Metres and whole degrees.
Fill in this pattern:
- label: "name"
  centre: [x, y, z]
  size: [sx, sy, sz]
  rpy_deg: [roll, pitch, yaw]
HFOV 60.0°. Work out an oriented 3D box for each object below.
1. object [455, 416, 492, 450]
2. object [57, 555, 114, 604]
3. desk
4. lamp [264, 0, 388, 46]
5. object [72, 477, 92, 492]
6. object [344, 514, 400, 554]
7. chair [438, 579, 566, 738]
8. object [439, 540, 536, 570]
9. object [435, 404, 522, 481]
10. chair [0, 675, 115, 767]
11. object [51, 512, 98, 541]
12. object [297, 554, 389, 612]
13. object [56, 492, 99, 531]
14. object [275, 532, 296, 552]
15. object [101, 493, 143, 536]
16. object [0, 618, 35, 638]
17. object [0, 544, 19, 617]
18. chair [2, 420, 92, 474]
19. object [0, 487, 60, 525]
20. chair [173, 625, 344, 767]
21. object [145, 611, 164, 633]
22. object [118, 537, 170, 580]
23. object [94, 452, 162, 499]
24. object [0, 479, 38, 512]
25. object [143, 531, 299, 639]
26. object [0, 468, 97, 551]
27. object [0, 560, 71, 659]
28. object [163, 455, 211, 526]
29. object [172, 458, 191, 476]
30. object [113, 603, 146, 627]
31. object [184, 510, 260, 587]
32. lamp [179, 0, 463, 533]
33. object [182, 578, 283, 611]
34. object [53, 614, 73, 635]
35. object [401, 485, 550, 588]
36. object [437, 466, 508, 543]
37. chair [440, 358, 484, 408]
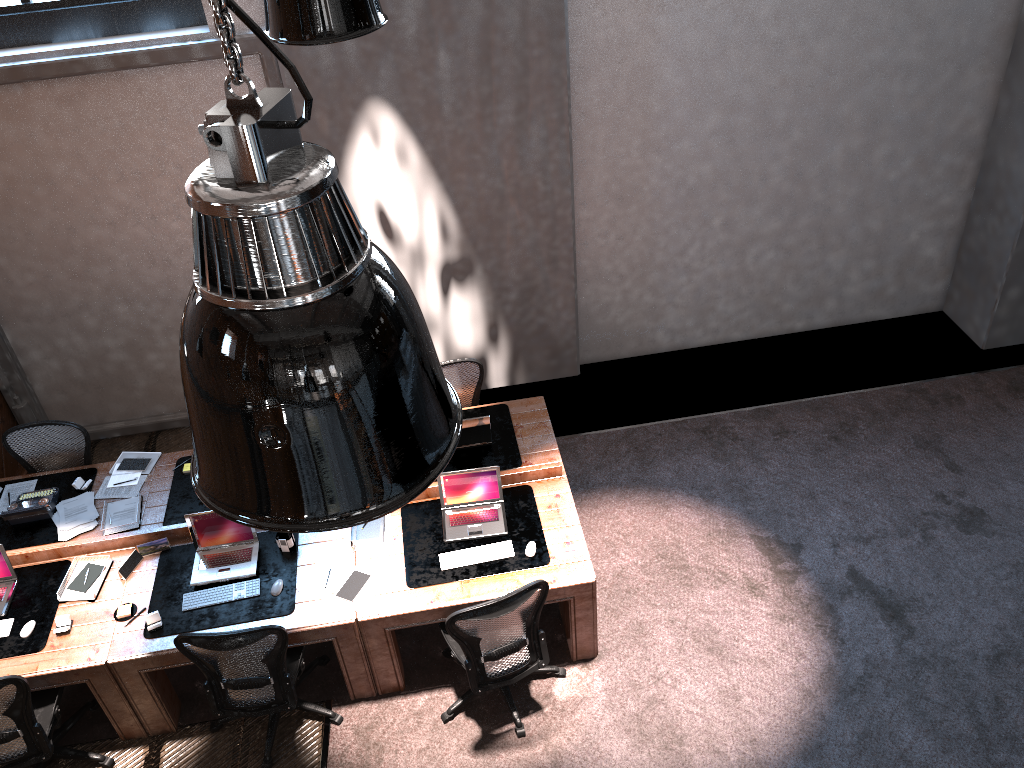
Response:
- label: "object"
  centre: [-0.348, 0.257, 5.983]
  size: [0.380, 0.288, 0.320]
  rpy_deg: [-9, 38, -4]
- label: "object"
  centre: [-2.557, 1.165, 5.310]
  size: [0.229, 0.060, 0.316]
  rpy_deg: [-4, 37, 2]
- label: "desk"
  centre: [-1.651, 1.163, 5.792]
  size: [4.117, 0.840, 1.748]
  rpy_deg: [-9, 38, -4]
- label: "lamp"
  centre: [-0.772, -2.254, 2.549]
  size: [0.445, 2.372, 0.445]
  rpy_deg: [23, 46, 32]
- label: "object"
  centre: [-2.891, 0.672, 5.973]
  size: [0.106, 0.063, 0.082]
  rpy_deg: [2, 38, 9]
- label: "object"
  centre: [-0.865, 0.887, 5.459]
  size: [0.325, 0.065, 0.363]
  rpy_deg: [1, 38, 8]
- label: "chair"
  centre: [-0.149, 1.413, 5.084]
  size: [0.770, 1.085, 0.792]
  rpy_deg: [-29, 44, -28]
- label: "object"
  centre: [-0.143, 1.001, 5.244]
  size: [0.577, 0.040, 0.139]
  rpy_deg: [-8, 38, -4]
- label: "object"
  centre: [-0.397, 0.406, 6.077]
  size: [0.848, 0.008, 0.687]
  rpy_deg: [-9, 38, -4]
- label: "chair"
  centre: [-2.803, 1.808, 4.891]
  size: [0.770, 1.085, 0.792]
  rpy_deg: [-22, 41, -21]
- label: "object"
  centre: [-3.188, 0.942, 5.699]
  size: [1.058, 0.002, 0.356]
  rpy_deg: [-10, 38, -6]
- label: "object"
  centre: [-0.992, 1.147, 5.172]
  size: [0.467, 0.017, 0.304]
  rpy_deg: [12, 41, 22]
- label: "object"
  centre: [-2.842, 0.829, 5.797]
  size: [0.246, 0.002, 0.315]
  rpy_deg: [-21, 40, -20]
- label: "object"
  centre: [-1.375, 0.953, 5.387]
  size: [0.099, 0.138, 0.078]
  rpy_deg: [-1, 38, 5]
- label: "object"
  centre: [-2.522, 0.835, 5.735]
  size: [0.229, 0.060, 0.316]
  rpy_deg: [-13, 38, -10]
- label: "object"
  centre: [-3.011, 1.413, 5.056]
  size: [0.577, 0.040, 0.139]
  rpy_deg: [-7, 37, -2]
- label: "object"
  centre: [-3.168, 1.175, 5.176]
  size: [0.390, 0.283, 0.323]
  rpy_deg: [-9, 38, -4]
- label: "chair"
  centre: [-3.132, 0.832, 6.200]
  size: [0.770, 1.085, 0.792]
  rpy_deg: [-15, 39, -13]
- label: "object"
  centre: [-3.150, 0.772, 5.817]
  size: [0.322, 0.116, 0.290]
  rpy_deg: [-10, 38, -6]
- label: "chair"
  centre: [-1.479, 1.556, 5.058]
  size: [0.770, 1.085, 0.792]
  rpy_deg: [-15, 39, -13]
- label: "object"
  centre: [-2.019, 1.341, 4.999]
  size: [0.082, 0.063, 0.106]
  rpy_deg: [-20, 40, -18]
- label: "object"
  centre: [-2.261, 1.044, 5.409]
  size: [0.129, 0.083, 0.347]
  rpy_deg: [25, 47, 33]
- label: "object"
  centre: [-2.624, 0.613, 6.058]
  size: [0.304, 0.017, 0.467]
  rpy_deg: [-1, 38, 6]
- label: "object"
  centre: [-3.458, 0.747, 5.907]
  size: [0.478, 0.098, 0.319]
  rpy_deg: [-10, 38, -6]
- label: "object"
  centre: [-1.700, 1.160, 5.254]
  size: [0.848, 0.008, 0.687]
  rpy_deg: [-9, 38, -4]
- label: "object"
  centre: [-3.234, 0.843, 5.851]
  size: [0.848, 0.008, 0.687]
  rpy_deg: [-9, 38, -4]
- label: "object"
  centre: [-3.077, 1.349, 5.174]
  size: [0.848, 0.008, 0.687]
  rpy_deg: [-9, 38, -4]
- label: "object"
  centre: [-1.857, 0.655, 5.931]
  size: [0.848, 0.008, 0.687]
  rpy_deg: [-9, 38, -4]
- label: "object"
  centre: [-2.213, 0.569, 6.060]
  size: [0.154, 0.026, 0.158]
  rpy_deg: [23, 46, 32]
- label: "object"
  centre: [-2.220, 1.310, 5.105]
  size: [0.154, 0.026, 0.158]
  rpy_deg: [19, 44, 28]
- label: "object"
  centre: [-1.725, 0.955, 5.242]
  size: [0.380, 0.288, 0.320]
  rpy_deg: [-9, 38, -4]
- label: "lamp"
  centre: [-0.392, -0.852, 0.764]
  size: [0.445, 2.372, 0.445]
  rpy_deg: [5, 39, 13]
- label: "object"
  centre: [-1.620, 1.211, 5.150]
  size: [0.577, 0.040, 0.139]
  rpy_deg: [-9, 38, -5]
- label: "object"
  centre: [-2.555, 1.370, 5.038]
  size: [0.082, 0.063, 0.106]
  rpy_deg: [-10, 38, -6]
- label: "object"
  centre: [-0.240, 0.912, 5.400]
  size: [0.848, 0.008, 0.687]
  rpy_deg: [-9, 38, -4]
- label: "object"
  centre: [-0.244, 0.730, 5.401]
  size: [0.390, 0.283, 0.323]
  rpy_deg: [-7, 37, -2]
- label: "chair"
  centre: [-0.339, 0.406, 6.417]
  size: [0.770, 1.085, 0.792]
  rpy_deg: [-29, 44, -28]
